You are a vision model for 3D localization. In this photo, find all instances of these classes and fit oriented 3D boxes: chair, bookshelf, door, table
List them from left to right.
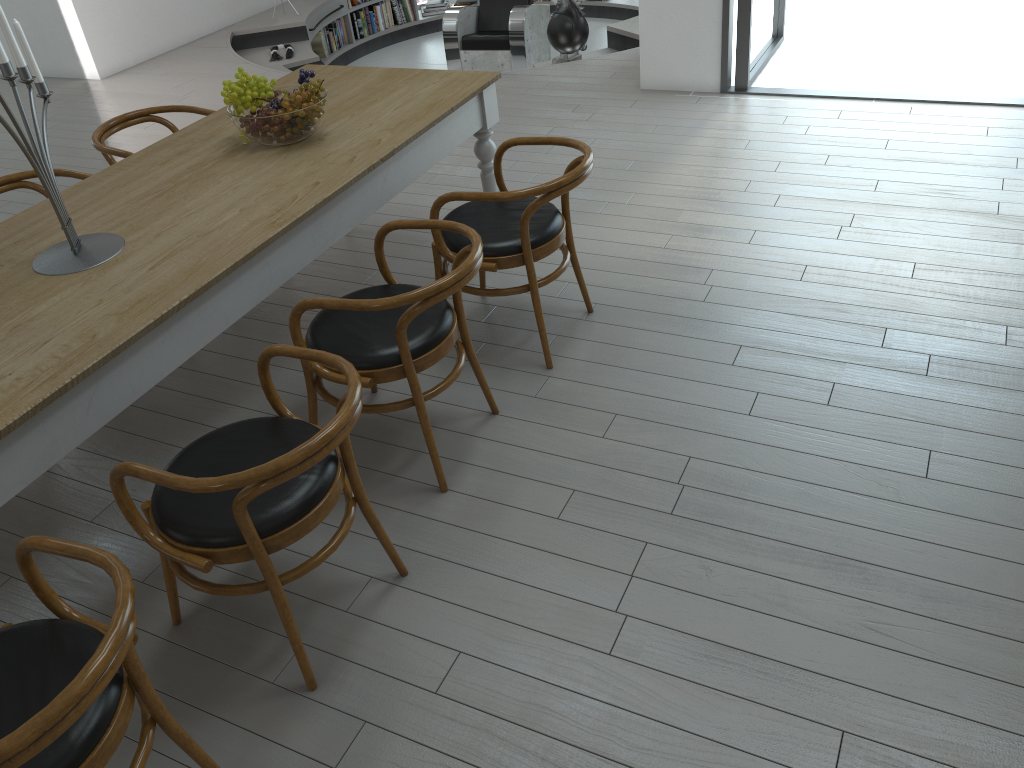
[{"bbox_3d":[-0.938,0.732,1.755,0.622,0.725,0.534,9,38,22],"label":"chair"},{"bbox_3d":[-1.768,-0.420,3.515,0.623,0.725,0.533,11,39,24],"label":"chair"},{"bbox_3d":[-1.185,-0.122,2.934,1.020,0.788,3.388,11,39,24],"label":"table"},{"bbox_3d":[-1.489,-0.840,4.052,0.623,0.725,0.533,13,40,27],"label":"chair"},{"bbox_3d":[-0.615,0.323,2.269,0.623,0.725,0.533,13,40,27],"label":"chair"},{"bbox_3d":[-0.353,-0.102,2.815,0.622,0.725,0.534,9,38,22],"label":"chair"},{"bbox_3d":[-0.127,-3.348,8.512,0.824,0.709,0.750,8,38,20],"label":"chair"},{"bbox_3d":[0.016,-0.503,3.309,0.622,0.725,0.533,11,39,24],"label":"chair"},{"bbox_3d":[0.283,-4.696,9.024,4.342,1.855,2.133,11,39,24],"label":"bookshelf"},{"bbox_3d":[1.525,-3.067,5.218,0.080,2.314,1.064,11,39,24],"label":"door"}]

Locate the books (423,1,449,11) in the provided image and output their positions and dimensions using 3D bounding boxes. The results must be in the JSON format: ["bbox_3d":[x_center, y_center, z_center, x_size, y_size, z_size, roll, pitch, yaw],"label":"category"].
[{"bbox_3d":[-0.885,-4.413,10.350,0.269,0.030,0.290,-4,36,5],"label":"books"}]

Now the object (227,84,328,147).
[{"bbox_3d":[-0.832,-0.953,3.219,0.360,0.157,0.365,-1,36,9],"label":"object"}]

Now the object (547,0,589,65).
[{"bbox_3d":[0.425,-2.710,6.758,0.320,0.555,0.325,-6,35,3],"label":"object"}]

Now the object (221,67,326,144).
[{"bbox_3d":[-0.855,-1.017,3.205,0.394,0.280,0.296,-11,35,-5],"label":"object"}]

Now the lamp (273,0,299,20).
[{"bbox_3d":[-2.235,-3.797,8.494,0.306,0.517,0.310,4,36,15],"label":"lamp"}]

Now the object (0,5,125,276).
[{"bbox_3d":[-1.337,-0.695,2.341,0.265,0.863,0.786,-5,35,3],"label":"object"}]

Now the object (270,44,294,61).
[{"bbox_3d":[-2.110,-3.041,8.128,0.218,0.081,0.479,-11,36,-6],"label":"object"}]

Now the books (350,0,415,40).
[{"bbox_3d":[-1.495,-4.119,9.880,0.284,0.315,0.925,25,47,38],"label":"books"}]

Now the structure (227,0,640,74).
[{"bbox_3d":[-0.234,-3.296,8.468,4.717,0.684,4.767,-16,36,-12],"label":"structure"}]

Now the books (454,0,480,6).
[{"bbox_3d":[-0.510,-4.445,10.339,0.319,0.098,0.295,12,40,25],"label":"books"}]

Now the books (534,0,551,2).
[{"bbox_3d":[0.265,-4.579,10.214,1.019,0.302,0.291,1,36,12],"label":"books"}]

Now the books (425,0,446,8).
[{"bbox_3d":[-0.888,-4.439,10.332,0.213,0.036,0.230,-4,36,5],"label":"books"}]

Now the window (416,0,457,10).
[{"bbox_3d":[0.237,-4.934,10.086,3.231,1.135,0.625,2,36,13],"label":"window"}]

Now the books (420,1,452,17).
[{"bbox_3d":[-0.882,-4.386,10.369,0.365,0.041,0.393,-9,35,-3],"label":"books"}]

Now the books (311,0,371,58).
[{"bbox_3d":[-1.698,-4.098,9.560,0.392,0.686,1.656,18,43,32],"label":"books"}]
